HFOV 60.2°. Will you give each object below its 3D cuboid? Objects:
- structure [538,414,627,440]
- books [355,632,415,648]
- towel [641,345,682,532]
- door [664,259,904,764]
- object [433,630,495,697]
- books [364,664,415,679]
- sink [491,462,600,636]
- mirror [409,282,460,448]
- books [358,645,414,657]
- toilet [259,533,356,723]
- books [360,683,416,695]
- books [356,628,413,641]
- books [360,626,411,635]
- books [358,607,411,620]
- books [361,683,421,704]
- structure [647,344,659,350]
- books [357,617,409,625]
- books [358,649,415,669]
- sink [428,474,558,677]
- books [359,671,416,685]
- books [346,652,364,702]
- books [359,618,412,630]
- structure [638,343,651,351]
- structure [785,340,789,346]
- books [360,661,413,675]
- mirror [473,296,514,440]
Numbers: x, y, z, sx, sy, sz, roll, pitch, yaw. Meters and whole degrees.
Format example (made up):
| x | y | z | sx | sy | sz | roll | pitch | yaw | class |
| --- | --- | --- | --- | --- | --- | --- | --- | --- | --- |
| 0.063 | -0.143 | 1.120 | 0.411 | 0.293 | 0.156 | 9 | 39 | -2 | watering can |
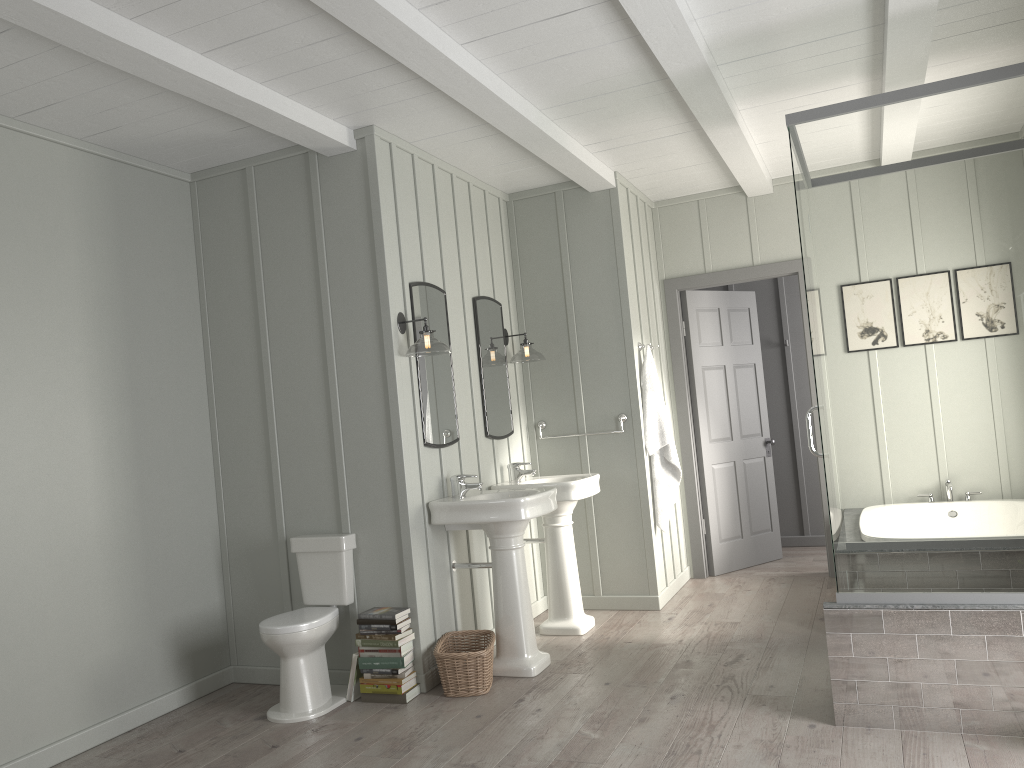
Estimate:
| x | y | z | sx | sy | sz | roll | pitch | yaw | class |
| --- | --- | --- | --- | --- | --- | --- | --- | --- | --- |
| 0.446 | 0.278 | 5.724 | 0.619 | 0.123 | 0.053 | -6 | -2 | 25 | structure |
| -0.608 | 1.224 | 4.240 | 0.242 | 0.032 | 0.165 | -6 | -2 | 24 | books |
| 0.974 | 0.343 | 5.700 | 0.166 | 1.204 | 0.309 | -6 | -2 | 28 | towel |
| 0.241 | 0.303 | 3.600 | 4.377 | 2.196 | 7.570 | -6 | -2 | 23 | door |
| -0.221 | 1.367 | 4.330 | 0.294 | 0.220 | 0.462 | -5 | -2 | 4 | object |
| -0.588 | 1.380 | 4.242 | 0.211 | 0.025 | 0.147 | -6 | -2 | 14 | books |
| 0.248 | 0.962 | 5.290 | 0.583 | 1.013 | 0.554 | -6 | -2 | 23 | sink |
| -0.408 | -0.101 | 4.695 | 0.015 | 0.884 | 0.413 | -6 | -2 | 22 | mirror |
| -0.603 | 1.266 | 4.245 | 0.228 | 0.051 | 0.152 | -6 | -2 | 19 | books |
| -0.987 | 1.151 | 4.256 | 0.341 | 0.787 | 0.510 | -6 | -2 | 23 | toilet |
| -0.591 | 1.437 | 4.231 | 0.228 | 0.041 | 0.158 | -6 | -2 | 22 | books |
| -0.613 | 1.198 | 4.241 | 0.240 | 0.024 | 0.144 | -7 | -3 | 29 | books |
| -0.607 | 1.173 | 4.247 | 0.211 | 0.025 | 0.147 | -6 | -2 | 13 | books |
| -0.610 | 1.099 | 4.236 | 0.213 | 0.024 | 0.145 | -6 | -2 | 25 | books |
| -0.580 | 1.481 | 4.239 | 0.245 | 0.049 | 0.160 | -6 | -2 | 21 | books |
| 0.954 | -0.245 | 5.964 | 0.082 | 0.056 | 0.055 | -6 | -2 | 24 | structure |
| -0.619 | 1.125 | 4.240 | 0.212 | 0.024 | 0.146 | -6 | -2 | 20 | books |
| -0.600 | 1.318 | 4.240 | 0.233 | 0.053 | 0.156 | -6 | -2 | 14 | books |
| -0.050 | 0.961 | 4.558 | 0.583 | 1.013 | 0.554 | -6 | -2 | 23 | sink |
| -0.593 | 1.404 | 4.235 | 0.239 | 0.024 | 0.144 | -6 | -2 | 24 | books |
| -0.735 | 1.409 | 4.301 | 0.094 | 0.235 | 0.165 | -6 | -2 | 23 | books |
| -0.606 | 1.148 | 4.235 | 0.213 | 0.024 | 0.146 | -6 | -2 | 23 | books |
| 0.861 | -0.246 | 5.736 | 0.082 | 0.056 | 0.055 | -6 | -2 | 24 | structure |
| 2.298 | -0.339 | 7.377 | 0.020 | 0.051 | 0.132 | -6 | -2 | 22 | structure |
| -0.598 | 1.356 | 4.234 | 0.213 | 0.024 | 0.146 | -6 | -2 | 24 | books |
| -0.108 | -0.099 | 5.431 | 0.015 | 0.884 | 0.413 | -6 | -2 | 22 | mirror |
